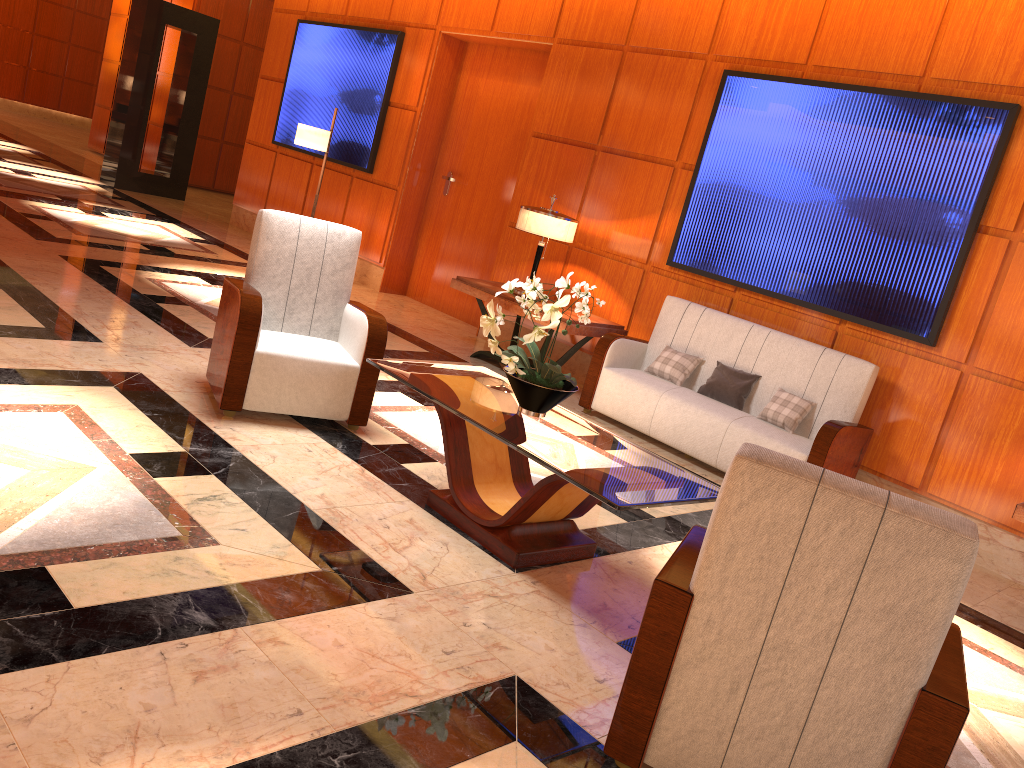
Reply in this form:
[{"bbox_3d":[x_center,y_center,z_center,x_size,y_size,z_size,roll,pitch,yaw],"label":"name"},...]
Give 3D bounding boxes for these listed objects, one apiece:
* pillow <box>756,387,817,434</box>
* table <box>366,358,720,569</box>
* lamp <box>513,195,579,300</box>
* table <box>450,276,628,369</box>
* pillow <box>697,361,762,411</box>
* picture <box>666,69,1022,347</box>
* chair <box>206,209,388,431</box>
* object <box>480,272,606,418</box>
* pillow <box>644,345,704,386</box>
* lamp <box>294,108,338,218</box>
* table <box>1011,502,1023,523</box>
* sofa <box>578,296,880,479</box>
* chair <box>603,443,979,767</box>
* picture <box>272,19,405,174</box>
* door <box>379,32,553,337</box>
[{"bbox_3d":[1.708,0.171,5.530,0.202,0.228,0.276,4,16,-44],"label":"pillow"},{"bbox_3d":[0.041,0.390,3.737,0.721,0.492,1.573,4,16,-44],"label":"table"},{"bbox_3d":[0.222,-1.059,6.776,0.459,0.788,0.461,16,11,4],"label":"lamp"},{"bbox_3d":[0.130,-0.360,6.907,0.724,0.602,1.281,3,17,-46],"label":"table"},{"bbox_3d":[1.431,0.008,5.849,0.360,0.251,0.160,24,14,38],"label":"pillow"},{"bbox_3d":[2.035,-1.241,5.847,0.056,1.442,2.013,4,16,-47],"label":"picture"},{"bbox_3d":[-1.070,-0.344,4.519,0.736,0.954,0.635,9,12,-29],"label":"chair"},{"bbox_3d":[0.143,-0.173,3.759,0.419,0.613,0.791,19,12,19],"label":"object"},{"bbox_3d":[1.112,-0.129,6.118,0.194,0.225,0.347,5,15,-42],"label":"pillow"},{"bbox_3d":[-1.902,-1.799,8.377,0.362,1.649,0.527,22,12,31],"label":"lamp"},{"bbox_3d":[3.012,1.053,4.109,0.724,0.602,1.281,3,17,-46],"label":"table"},{"bbox_3d":[1.387,0.050,5.792,0.612,0.926,1.814,4,16,-46],"label":"sofa"},{"bbox_3d":[0.762,0.647,2.325,0.741,0.954,0.630,19,12,21],"label":"chair"},{"bbox_3d":[-1.965,-3.202,9.732,0.056,1.442,2.013,4,16,-47],"label":"picture"},{"bbox_3d":[-0.388,-1.938,8.507,0.340,2.633,1.550,4,15,-47],"label":"door"}]
